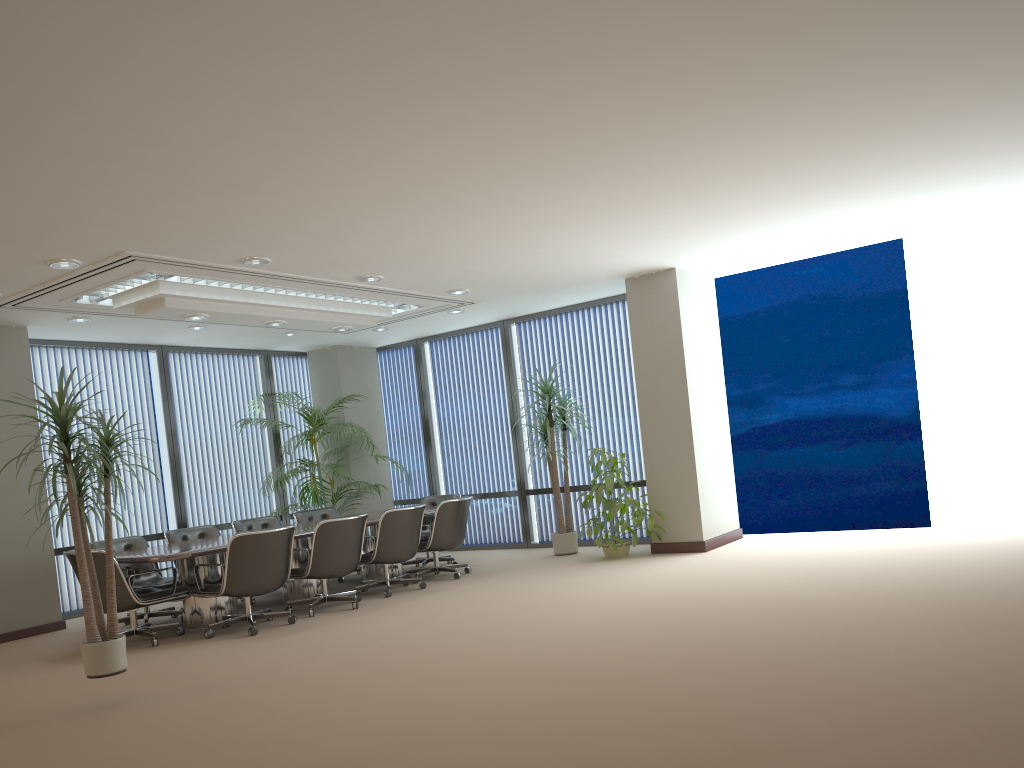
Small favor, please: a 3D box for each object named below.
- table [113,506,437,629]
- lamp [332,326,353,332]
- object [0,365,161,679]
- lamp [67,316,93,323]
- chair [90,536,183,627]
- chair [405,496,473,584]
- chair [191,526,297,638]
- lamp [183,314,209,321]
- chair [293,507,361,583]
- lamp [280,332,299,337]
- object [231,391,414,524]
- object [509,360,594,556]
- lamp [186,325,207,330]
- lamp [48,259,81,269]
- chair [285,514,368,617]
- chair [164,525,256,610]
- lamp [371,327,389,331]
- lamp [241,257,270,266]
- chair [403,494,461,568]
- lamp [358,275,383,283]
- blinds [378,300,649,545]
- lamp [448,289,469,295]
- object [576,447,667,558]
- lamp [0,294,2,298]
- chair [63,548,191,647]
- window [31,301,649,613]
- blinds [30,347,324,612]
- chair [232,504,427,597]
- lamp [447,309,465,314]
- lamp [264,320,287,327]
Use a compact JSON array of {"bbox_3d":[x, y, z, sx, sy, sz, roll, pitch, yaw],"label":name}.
[{"bbox_3d":[-2.153,1.846,9.084,1.516,0.749,4.054,-9,-5,34],"label":"table"},{"bbox_3d":[-1.882,-0.604,9.782,0.224,0.035,0.227,-3,-5,-31],"label":"lamp"},{"bbox_3d":[-2.538,0.834,5.260,0.807,1.834,0.815,-6,0,10],"label":"object"},{"bbox_3d":[-4.245,-0.630,8.667,0.224,0.035,0.227,-3,-6,-38],"label":"lamp"},{"bbox_3d":[-3.556,1.894,8.473,0.857,0.859,0.756,-7,-2,29],"label":"chair"},{"bbox_3d":[-0.827,1.695,9.638,0.857,0.859,0.731,-7,-2,29],"label":"chair"},{"bbox_3d":[-2.273,1.678,7.542,0.862,0.859,0.749,-8,-2,38],"label":"chair"},{"bbox_3d":[-2.949,-0.618,8.229,0.224,0.035,0.227,-3,-6,-38],"label":"lamp"},{"bbox_3d":[-2.117,1.911,10.564,0.858,0.859,0.755,-8,-2,39],"label":"chair"},{"bbox_3d":[-2.736,-0.611,10.863,0.224,0.035,0.227,-3,-5,-31],"label":"lamp"},{"bbox_3d":[-2.517,1.224,11.640,2.155,2.481,2.101,-5,-1,-35],"label":"object"},{"bbox_3d":[0.539,0.897,10.548,1.019,2.316,1.029,-6,0,10],"label":"object"},{"bbox_3d":[-3.490,-0.620,9.765,0.224,0.035,0.227,-3,-5,-31],"label":"lamp"},{"bbox_3d":[-3.356,-0.896,6.614,0.226,0.035,0.224,-10,-6,38],"label":"lamp"},{"bbox_3d":[-1.739,1.678,8.241,0.857,0.859,0.755,-7,-2,34],"label":"chair"},{"bbox_3d":[-3.109,1.905,9.194,0.857,0.859,0.755,-7,-2,34],"label":"chair"},{"bbox_3d":[-1.675,-0.695,11.226,0.224,0.035,0.226,-2,-6,-45],"label":"lamp"},{"bbox_3d":[-2.078,-0.989,7.159,0.226,0.035,0.224,-8,-5,24],"label":"lamp"},{"bbox_3d":[-1.006,1.803,10.706,0.763,0.859,0.849,-7,-2,34],"label":"chair"},{"bbox_3d":[-1.324,-0.980,8.257,0.224,0.035,0.227,-3,-5,-31],"label":"lamp"},{"bbox_3d":[-0.174,0.713,11.972,4.959,2.911,0.050,-8,0,34],"label":"blinds"},{"bbox_3d":[-0.569,-0.970,9.355,0.224,0.035,0.227,-3,-5,-31],"label":"lamp"},{"bbox_3d":[1.173,1.343,9.800,0.980,1.314,0.855,-6,0,5],"label":"object"},{"bbox_3d":[-4.362,-0.729,7.315,0.224,0.035,0.227,-3,-6,-38],"label":"lamp"},{"bbox_3d":[-3.247,1.775,7.443,0.763,0.859,0.849,-7,-2,34],"label":"chair"},{"bbox_3d":[-1.987,0.892,11.682,7.357,2.915,3.544,-5,-2,-10],"label":"window"},{"bbox_3d":[-3.847,1.056,11.323,0.032,2.908,4.876,-5,-2,34],"label":"blinds"},{"bbox_3d":[-1.945,1.797,9.415,2.542,0.858,0.755,-9,-3,34],"label":"chair"},{"bbox_3d":[-0.668,-0.862,10.526,0.226,0.035,0.224,-8,-5,24],"label":"lamp"},{"bbox_3d":[-2.415,-0.611,9.005,0.224,0.035,0.227,-3,-5,-31],"label":"lamp"}]
